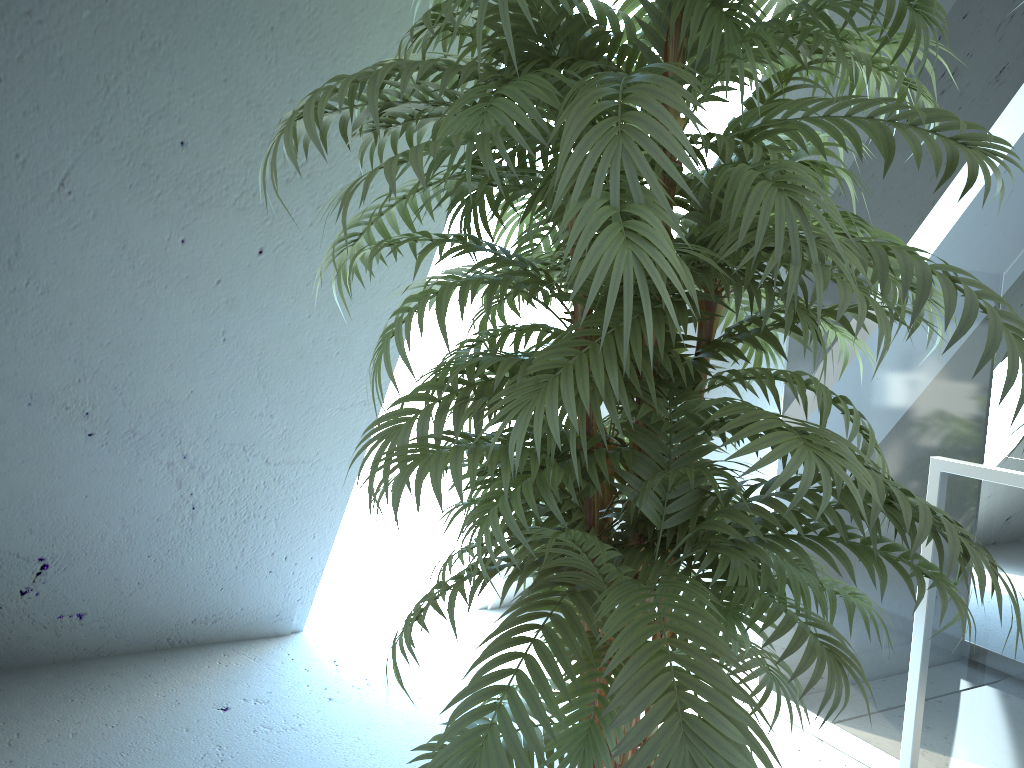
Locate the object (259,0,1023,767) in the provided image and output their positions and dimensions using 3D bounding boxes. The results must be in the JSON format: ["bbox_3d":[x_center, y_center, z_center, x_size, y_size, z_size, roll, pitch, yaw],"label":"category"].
[{"bbox_3d":[0.180,0.024,1.303,1.020,2.034,0.980,5,5,19],"label":"object"}]

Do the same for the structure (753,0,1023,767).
[{"bbox_3d":[1.616,0.013,2.021,1.184,2.114,1.835,1,6,-29],"label":"structure"}]
